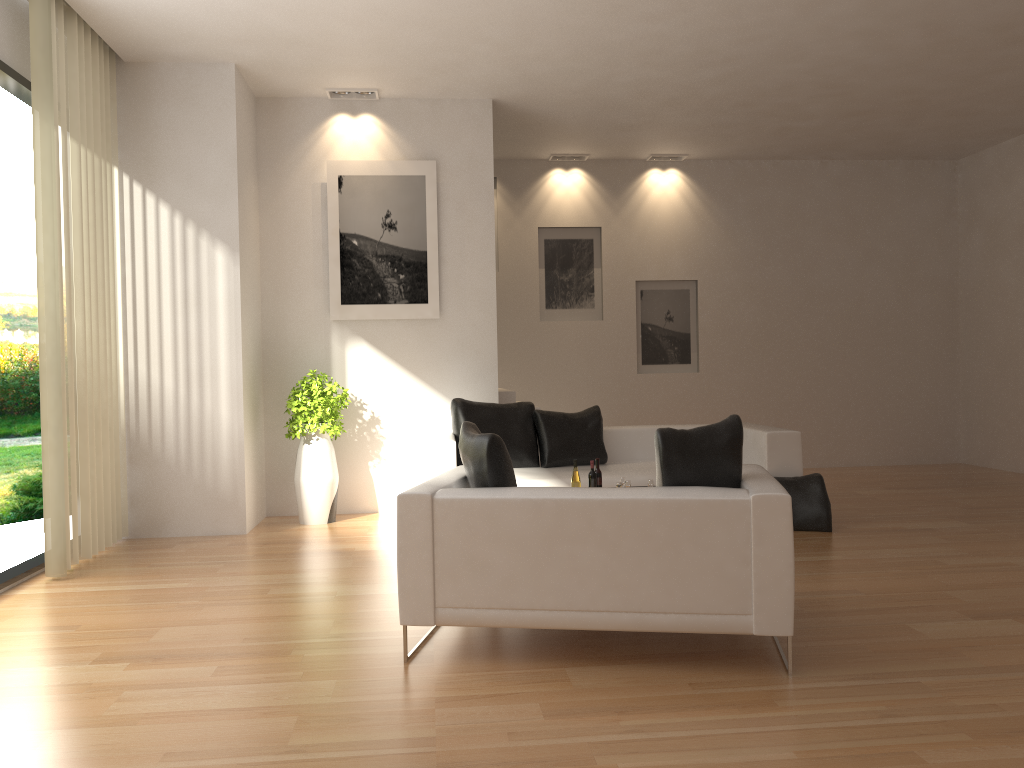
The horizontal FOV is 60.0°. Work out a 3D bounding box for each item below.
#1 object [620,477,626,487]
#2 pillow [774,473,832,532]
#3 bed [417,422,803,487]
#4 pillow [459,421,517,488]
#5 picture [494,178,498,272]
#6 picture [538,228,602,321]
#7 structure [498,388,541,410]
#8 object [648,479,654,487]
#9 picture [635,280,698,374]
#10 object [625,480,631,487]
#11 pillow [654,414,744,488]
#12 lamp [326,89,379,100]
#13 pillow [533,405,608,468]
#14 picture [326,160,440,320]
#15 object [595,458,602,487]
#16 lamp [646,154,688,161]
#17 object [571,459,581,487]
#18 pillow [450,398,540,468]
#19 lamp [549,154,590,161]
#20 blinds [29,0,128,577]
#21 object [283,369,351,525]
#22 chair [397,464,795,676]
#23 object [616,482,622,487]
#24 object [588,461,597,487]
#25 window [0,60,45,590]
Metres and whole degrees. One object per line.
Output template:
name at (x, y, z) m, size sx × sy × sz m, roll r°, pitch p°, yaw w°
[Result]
object at (0.753, 0.685, 6.028) m, size 0.039 × 0.101 × 0.039 m, roll 0°, pitch 1°, yaw 43°
pillow at (2.205, 0.928, 6.884) m, size 0.503 × 0.457 × 0.340 m, roll -1°, pitch 1°, yaw 13°
bed at (0.744, 0.764, 7.492) m, size 3.075 × 0.761 × 1.262 m, roll -1°, pitch 1°, yaw -5°
pillow at (-0.122, 0.484, 4.368) m, size 0.291 × 0.598 × 0.660 m, roll -1°, pitch 1°, yaw -16°
picture at (-0.560, -1.880, 10.477) m, size 0.802 × 1.155 × 0.005 m, roll -1°, pitch 1°, yaw -5°
picture at (0.693, -1.311, 10.603) m, size 0.802 × 1.155 × 0.005 m, roll -1°, pitch 1°, yaw -5°
structure at (-1.032, 0.445, 9.475) m, size 4.625 × 1.403 × 1.839 m, roll -1°, pitch 1°, yaw -5°
object at (0.919, 0.684, 5.869) m, size 0.039 × 0.101 × 0.039 m, roll 0°, pitch 1°, yaw 43°
picture at (1.866, -0.686, 10.723) m, size 0.802 × 1.155 × 0.005 m, roll -1°, pitch 1°, yaw -5°
object at (0.767, 0.687, 5.849) m, size 0.039 × 0.101 × 0.039 m, roll 0°, pitch 1°, yaw 43°
pillow at (0.865, 0.474, 4.113) m, size 0.506 × 0.666 × 0.324 m, roll -1°, pitch 1°, yaw -15°
lamp at (-1.414, -2.645, 7.865) m, size 0.446 × 0.166 × 0.243 m, roll -1°, pitch 1°, yaw -5°
pillow at (0.507, 0.454, 7.632) m, size 0.628 × 0.524 × 0.270 m, roll -2°, pitch 1°, yaw -22°
picture at (-1.161, -1.301, 8.007) m, size 0.979 × 1.431 × 0.004 m, roll -1°, pitch 1°, yaw -5°
object at (0.573, 0.623, 5.925) m, size 0.057 × 0.248 × 0.057 m, roll -1°, pitch 1°, yaw 12°
lamp at (1.832, -2.751, 10.495) m, size 0.446 × 0.166 × 0.243 m, roll -1°, pitch 1°, yaw -5°
object at (0.418, 0.622, 5.811) m, size 0.068 × 0.257 × 0.067 m, roll -1°, pitch 1°, yaw 13°
pillow at (-0.138, 0.444, 7.549) m, size 0.755 × 0.666 × 0.346 m, roll -1°, pitch 1°, yaw -20°
lamp at (0.664, -2.726, 10.384) m, size 0.446 × 0.166 × 0.243 m, roll -1°, pitch 1°, yaw -5°
blinds at (-3.025, -0.720, 6.244) m, size 0.143 × 3.861 × 1.409 m, roll -1°, pitch 1°, yaw -8°
object at (-1.679, 0.533, 7.642) m, size 0.570 × 1.324 × 0.631 m, roll -1°, pitch 1°, yaw 9°
chair at (0.427, 0.818, 4.337) m, size 1.671 × 0.761 × 1.262 m, roll -1°, pitch 1°, yaw 10°
object at (0.696, 0.690, 5.754) m, size 0.039 × 0.101 × 0.039 m, roll -1°, pitch 1°, yaw 37°
object at (0.529, 0.626, 5.828) m, size 0.059 × 0.244 × 0.059 m, roll -1°, pitch 1°, yaw -5°
window at (-3.040, -0.361, 4.216) m, size 0.152 × 3.189 × 5.198 m, roll -1°, pitch 1°, yaw -5°
